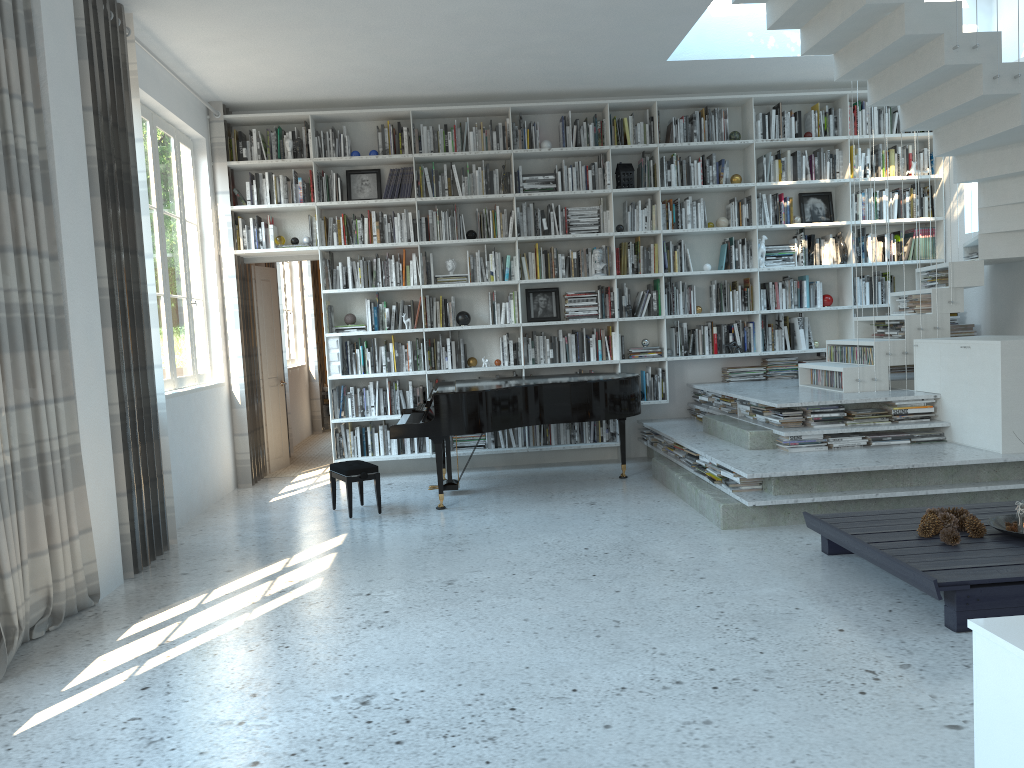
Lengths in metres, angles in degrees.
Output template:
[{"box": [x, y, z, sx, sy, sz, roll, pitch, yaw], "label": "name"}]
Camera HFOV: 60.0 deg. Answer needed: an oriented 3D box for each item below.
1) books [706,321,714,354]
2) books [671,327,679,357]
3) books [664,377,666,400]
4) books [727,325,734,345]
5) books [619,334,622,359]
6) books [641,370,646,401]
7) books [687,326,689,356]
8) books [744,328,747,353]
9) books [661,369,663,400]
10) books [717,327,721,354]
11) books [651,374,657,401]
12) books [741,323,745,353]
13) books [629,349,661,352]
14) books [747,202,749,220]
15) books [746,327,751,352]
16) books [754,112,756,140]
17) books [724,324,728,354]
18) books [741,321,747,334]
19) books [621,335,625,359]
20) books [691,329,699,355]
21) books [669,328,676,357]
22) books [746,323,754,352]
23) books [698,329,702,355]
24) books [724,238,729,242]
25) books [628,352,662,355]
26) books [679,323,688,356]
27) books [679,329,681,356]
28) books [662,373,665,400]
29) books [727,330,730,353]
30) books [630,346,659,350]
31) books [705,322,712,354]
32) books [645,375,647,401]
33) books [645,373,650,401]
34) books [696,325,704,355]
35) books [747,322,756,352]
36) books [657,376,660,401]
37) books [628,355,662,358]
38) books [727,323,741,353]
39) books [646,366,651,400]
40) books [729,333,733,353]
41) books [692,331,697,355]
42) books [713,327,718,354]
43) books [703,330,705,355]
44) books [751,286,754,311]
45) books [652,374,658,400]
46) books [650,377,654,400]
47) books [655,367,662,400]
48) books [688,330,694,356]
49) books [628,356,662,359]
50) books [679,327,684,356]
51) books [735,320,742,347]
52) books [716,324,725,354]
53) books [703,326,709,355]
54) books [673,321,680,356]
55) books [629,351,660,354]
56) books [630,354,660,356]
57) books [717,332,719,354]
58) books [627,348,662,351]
[{"box": [1.776, -0.413, 7.949, 0.012, 0.293, 0.175, -3, 4, -3], "label": "books"}, {"box": [1.456, -0.379, 7.925, 0.023, 0.262, 0.186, -3, 4, -3], "label": "books"}, {"box": [1.344, 0.032, 7.886, 0.012, 0.206, 0.160, -3, 4, -3], "label": "books"}, {"box": [1.963, -0.402, 7.973, 0.012, 0.249, 0.164, -3, 4, -3], "label": "books"}, {"box": [0.948, -0.335, 7.924, 0.027, 0.229, 0.141, -3, 4, -3], "label": "books"}, {"box": [1.165, 0.014, 7.863, 0.005, 0.264, 0.162, -3, 4, -3], "label": "books"}, {"box": [1.549, -0.392, 7.940, 0.010, 0.277, 0.174, -3, 4, -3], "label": "books"}, {"box": [2.077, -0.394, 7.973, 0.013, 0.220, 0.168, -3, 4, -3], "label": "books"}, {"box": [1.316, 0.002, 7.883, 0.015, 0.271, 0.157, -3, 4, -3], "label": "books"}, {"box": [1.848, -0.393, 7.978, 0.021, 0.243, 0.131, -3, 4, -3], "label": "books"}, {"box": [1.254, 0.030, 7.853, 0.026, 0.225, 0.175, -3, 4, -3], "label": "books"}, {"box": [2.058, -0.416, 7.982, 0.021, 0.265, 0.150, -3, 4, -3], "label": "books"}, {"box": [1.176, -0.296, 7.871, 0.254, 0.012, 0.160, -3, 4, -3], "label": "books"}, {"box": [2.080, -1.497, 7.907, 0.013, 0.221, 0.155, -3, 4, -3], "label": "books"}, {"box": [2.109, -0.399, 7.969, 0.025, 0.228, 0.175, -3, 4, -3], "label": "books"}, {"box": [2.132, -2.256, 7.859, 0.014, 0.264, 0.140, -3, 4, -3], "label": "books"}, {"box": [1.897, -0.406, 7.971, 0.026, 0.263, 0.169, -3, 4, -3], "label": "books"}, {"box": [2.087, -0.427, 7.997, 0.012, 0.282, 0.143, -3, 4, -3], "label": "books"}, {"box": [0.977, -0.328, 7.929, 0.030, 0.210, 0.136, -3, 4, -3], "label": "books"}, {"box": [1.645, -0.378, 7.964, 0.029, 0.235, 0.142, -3, 4, -3], "label": "books"}, {"box": [1.437, -0.375, 7.944, 0.012, 0.254, 0.160, -3, 4, -3], "label": "books"}, {"box": [2.133, -0.416, 7.976, 0.026, 0.258, 0.156, -3, 4, -3], "label": "books"}, {"box": [1.671, -0.376, 7.962, 0.024, 0.228, 0.159, -3, 4, -3], "label": "books"}, {"box": [1.926, -1.155, 7.931, 0.016, 0.290, 0.135, -3, 4, -3], "label": "books"}, {"box": [1.178, -0.272, 7.879, 0.285, 0.012, 0.159, -3, 4, 0], "label": "books"}, {"box": [1.529, -0.399, 7.929, 0.030, 0.294, 0.188, -3, 4, -3], "label": "books"}, {"box": [1.484, -0.371, 7.954, 0.015, 0.241, 0.152, -3, 4, -3], "label": "books"}, {"box": [1.331, 0.020, 7.872, 0.013, 0.233, 0.149, -3, 4, -3], "label": "books"}, {"box": [1.922, -0.381, 7.976, 0.022, 0.211, 0.135, -3, 4, -3], "label": "books"}, {"box": [1.175, -0.320, 7.871, 0.254, 0.012, 0.160, -3, 4, 6], "label": "books"}, {"box": [1.763, -0.410, 7.970, 0.012, 0.285, 0.159, -3, 4, -3], "label": "books"}, {"box": [1.174, 0.031, 7.873, 0.012, 0.229, 0.129, -3, 4, -3], "label": "books"}, {"box": [1.188, 0.023, 7.856, 0.014, 0.246, 0.176, -3, 4, -3], "label": "books"}, {"box": [1.689, -0.396, 7.958, 0.014, 0.268, 0.171, -3, 4, -3], "label": "books"}, {"box": [2.157, -0.425, 7.977, 0.025, 0.273, 0.171, -3, 4, -3], "label": "books"}, {"box": [1.285, 0.034, 7.855, 0.011, 0.212, 0.178, -3, 4, -3], "label": "books"}, {"box": [1.179, -0.248, 7.886, 0.285, 0.012, 0.159, -3, 4, 2], "label": "books"}, {"box": [2.001, -0.413, 7.969, 0.070, 0.266, 0.185, -3, 4, -3], "label": "books"}, {"box": [1.209, -0.007, 7.874, 0.032, 0.300, 0.148, -3, 4, -3], "label": "books"}, {"box": [1.946, -0.367, 7.972, 0.025, 0.181, 0.169, -3, 4, -3], "label": "books"}, {"box": [1.626, -0.367, 7.953, 0.011, 0.217, 0.175, -3, 4, -3], "label": "books"}, {"box": [1.799, -0.390, 7.954, 0.031, 0.244, 0.184, -3, 4, -3], "label": "books"}, {"box": [1.703, -0.374, 7.966, 0.012, 0.221, 0.153, -3, 4, -3], "label": "books"}, {"box": [2.141, -0.767, 7.969, 0.009, 0.224, 0.146, -3, 4, -3], "label": "books"}, {"box": [1.272, 0.027, 7.871, 0.012, 0.226, 0.149, -3, 4, -3], "label": "books"}, {"box": [1.234, 0.041, 7.878, 0.013, 0.202, 0.139, -3, 4, -3], "label": "books"}, {"box": [1.299, -0.003, 7.861, 0.021, 0.285, 0.172, -3, 4, -3], "label": "books"}, {"box": [1.587, -0.372, 7.950, 0.065, 0.231, 0.161, -3, 4, -3], "label": "books"}, {"box": [1.180, -0.236, 7.882, 0.285, 0.012, 0.159, -3, 4, 0], "label": "books"}, {"box": [1.503, -0.379, 7.930, 0.023, 0.256, 0.178, -3, 4, -3], "label": "books"}, {"box": [2.041, -0.429, 7.979, 0.013, 0.294, 0.134, -3, 4, -3], "label": "books"}, {"box": [1.872, -0.404, 7.962, 0.026, 0.262, 0.173, -3, 4, -3], "label": "books"}, {"box": [1.722, -0.390, 7.950, 0.025, 0.253, 0.181, -3, 4, -3], "label": "books"}, {"box": [1.471, -0.407, 7.925, 0.010, 0.317, 0.186, -3, 4, -3], "label": "books"}, {"box": [1.177, -0.284, 7.882, 0.254, 0.012, 0.160, -3, 4, 2], "label": "books"}, {"box": [1.178, -0.260, 7.882, 0.254, 0.012, 0.160, -3, 4, 3], "label": "books"}, {"box": [1.826, -0.389, 7.970, 0.025, 0.238, 0.156, -3, 4, -3], "label": "books"}, {"box": [1.176, -0.309, 7.879, 0.285, 0.012, 0.159, -3, 4, 1], "label": "books"}]
